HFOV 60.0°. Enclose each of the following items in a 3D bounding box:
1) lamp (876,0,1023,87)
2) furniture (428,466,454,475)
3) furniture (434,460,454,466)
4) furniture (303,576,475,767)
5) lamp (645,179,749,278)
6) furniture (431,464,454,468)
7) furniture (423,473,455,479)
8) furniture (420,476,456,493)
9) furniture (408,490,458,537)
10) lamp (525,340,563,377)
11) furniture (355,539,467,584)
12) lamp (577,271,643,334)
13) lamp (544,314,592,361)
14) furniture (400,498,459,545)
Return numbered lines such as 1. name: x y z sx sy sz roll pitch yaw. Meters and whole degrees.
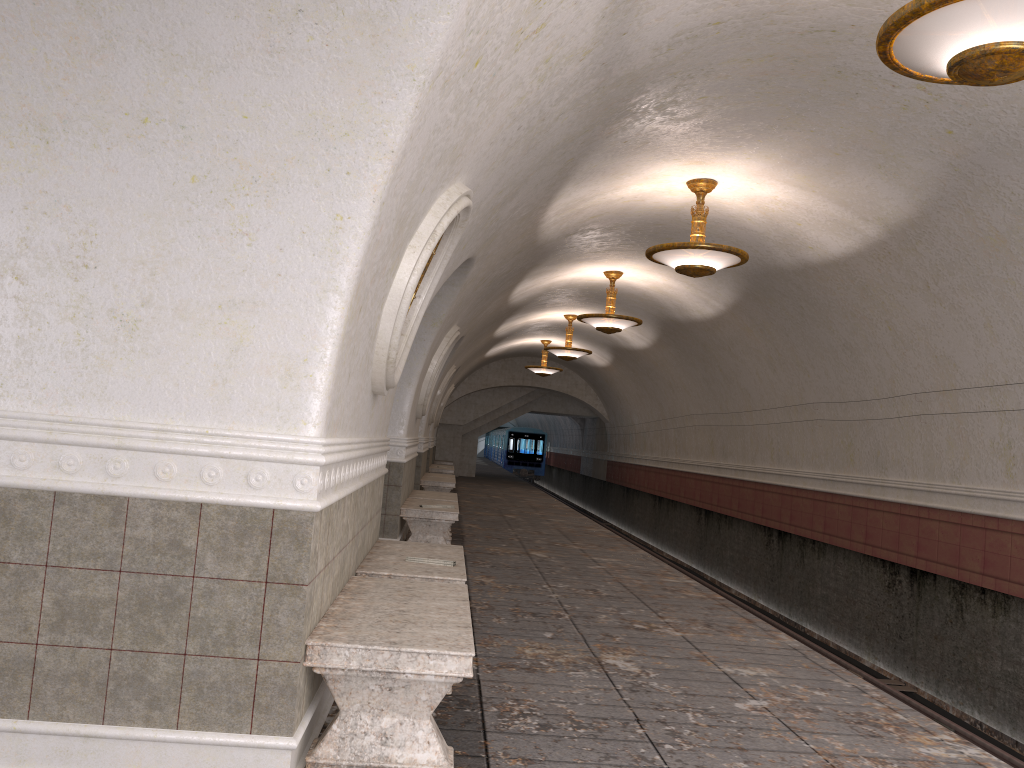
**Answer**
1. lamp: 2.185 -1.816 3.962 1.008 0.955 1.008 6 -4 -20
2. furniture: -1.749 2.318 21.831 0.613 0.508 1.509 5 -4 -4
3. furniture: -2.183 2.696 28.107 0.613 0.508 1.509 5 -4 -4
4. furniture: -0.510 1.241 3.914 0.613 0.508 1.509 5 -4 -4
5. lamp: 1.850 -1.525 8.804 1.008 0.955 1.008 6 -4 -20
6. furniture: -1.865 2.419 23.506 0.613 0.508 1.509 5 -4 -4
7. furniture: -1.454 2.062 17.568 0.613 0.508 1.509 5 -4 -4
8. furniture: -1.338 1.962 15.894 0.613 0.508 1.509 5 -4 -4
9. furniture: -1.039 1.702 11.572 0.613 0.508 1.509 5 -4 -4
10. lamp: 0.852 -0.658 23.232 1.008 0.955 1.008 2 -5 42
11. furniture: -0.626 1.342 5.588 0.613 0.508 1.509 5 -4 -4
12. lamp: 1.517 -1.236 13.614 1.008 0.955 1.008 4 -4 12
13. lamp: 1.185 -0.947 18.422 1.008 0.955 1.008 4 -4 12
14. furniture: -0.924 1.601 9.898 0.613 0.508 1.509 5 -4 -4
